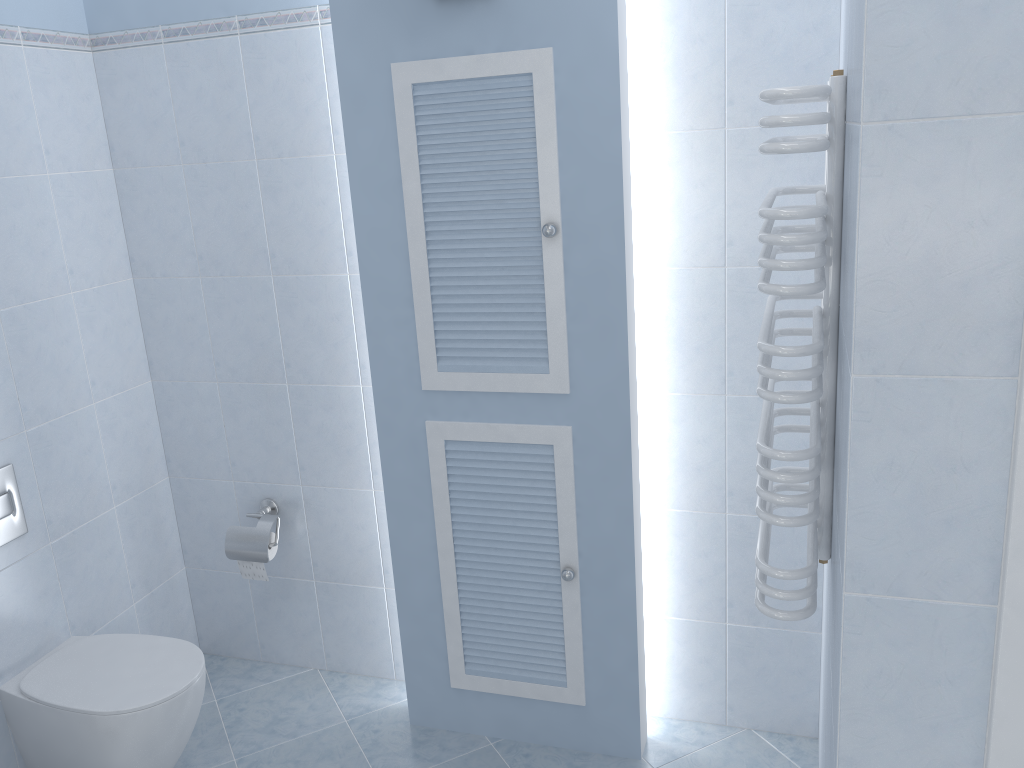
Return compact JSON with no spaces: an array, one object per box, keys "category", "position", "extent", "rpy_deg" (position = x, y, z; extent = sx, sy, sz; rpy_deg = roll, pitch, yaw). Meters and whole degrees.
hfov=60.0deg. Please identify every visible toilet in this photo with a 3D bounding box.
[{"category":"toilet","position":[-1.062,0.947,2.428],"extent":[0.519,0.388,0.337],"rpy_deg":[1,16,18]}]

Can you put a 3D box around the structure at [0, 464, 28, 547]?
[{"category":"structure","position":[-1.345,0.324,2.334],"extent":[0.010,0.200,0.120],"rpy_deg":[1,16,18]}]

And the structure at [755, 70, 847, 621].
[{"category":"structure","position":[0.544,-0.088,1.672],"extent":[0.138,0.950,0.524],"rpy_deg":[1,16,18]}]

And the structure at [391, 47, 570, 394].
[{"category":"structure","position":[-0.077,-0.368,2.154],"extent":[0.400,0.813,0.041],"rpy_deg":[1,16,18]}]

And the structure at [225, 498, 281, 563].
[{"category":"structure","position":[-0.806,0.461,2.803],"extent":[0.170,0.151,0.154],"rpy_deg":[1,16,18]}]

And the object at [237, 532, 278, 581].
[{"category":"object","position":[-0.802,0.537,2.799],"extent":[0.098,0.151,0.090],"rpy_deg":[1,16,18]}]

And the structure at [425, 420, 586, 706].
[{"category":"structure","position":[-0.018,0.498,2.394],"extent":[0.400,0.813,0.041],"rpy_deg":[1,16,18]}]
